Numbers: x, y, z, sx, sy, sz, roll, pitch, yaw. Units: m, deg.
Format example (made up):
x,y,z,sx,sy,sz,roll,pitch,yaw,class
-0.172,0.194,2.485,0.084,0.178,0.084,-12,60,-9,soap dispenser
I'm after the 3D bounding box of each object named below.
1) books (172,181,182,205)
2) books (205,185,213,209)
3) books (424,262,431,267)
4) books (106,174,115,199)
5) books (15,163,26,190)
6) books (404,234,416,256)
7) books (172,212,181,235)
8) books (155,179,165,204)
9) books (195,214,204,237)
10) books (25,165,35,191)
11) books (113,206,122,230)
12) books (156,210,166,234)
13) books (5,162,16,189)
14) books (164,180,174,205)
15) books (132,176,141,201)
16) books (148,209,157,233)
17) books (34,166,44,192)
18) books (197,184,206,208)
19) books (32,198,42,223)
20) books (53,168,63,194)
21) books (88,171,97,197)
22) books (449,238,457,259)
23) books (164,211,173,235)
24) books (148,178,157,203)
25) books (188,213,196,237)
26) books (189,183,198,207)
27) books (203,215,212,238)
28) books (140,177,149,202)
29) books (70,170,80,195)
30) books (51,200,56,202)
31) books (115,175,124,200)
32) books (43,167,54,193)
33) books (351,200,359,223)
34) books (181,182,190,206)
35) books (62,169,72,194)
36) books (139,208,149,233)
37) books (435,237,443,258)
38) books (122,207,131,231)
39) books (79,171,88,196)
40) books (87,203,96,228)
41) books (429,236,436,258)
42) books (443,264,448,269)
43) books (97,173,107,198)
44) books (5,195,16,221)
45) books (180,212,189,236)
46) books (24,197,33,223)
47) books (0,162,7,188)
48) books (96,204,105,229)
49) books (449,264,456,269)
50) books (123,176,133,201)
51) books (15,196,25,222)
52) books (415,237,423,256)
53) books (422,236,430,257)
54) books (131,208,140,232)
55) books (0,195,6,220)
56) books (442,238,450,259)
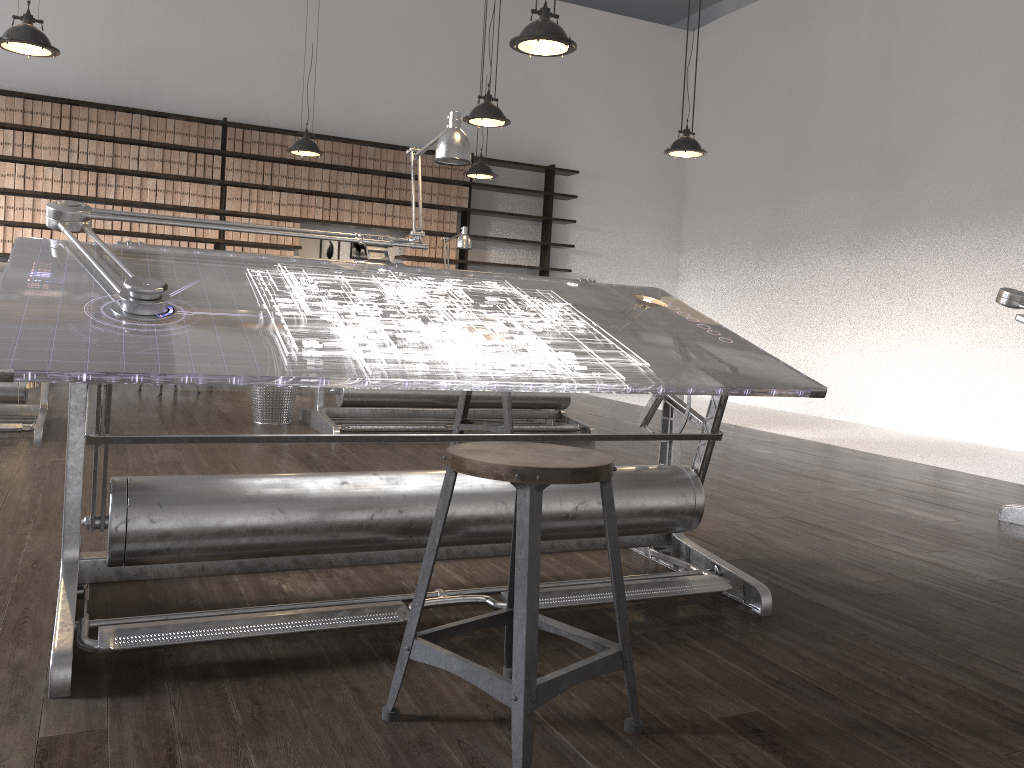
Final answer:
x,y,z,sx,sy,sz,roll,pitch,yaw,class
-3.085,-1.741,8.143,0.066,0.225,0.175,3,2,-25,books
-2.837,-1.735,8.255,0.066,0.225,0.175,3,2,-25,books
-0.905,-1.144,9.184,0.066,0.225,0.175,3,2,-25,books
-3.582,-1.752,7.905,0.066,0.225,0.175,3,2,-25,books
-4.218,-1.767,7.607,0.067,0.225,0.175,3,2,-25,books
-1.046,-1.422,9.108,0.066,0.225,0.175,3,2,-25,books
-3.091,-1.464,8.151,0.066,0.225,0.175,3,2,-25,books
-3.209,-1.743,8.079,0.067,0.225,0.175,3,2,-25,books
-2.910,-1.460,8.236,0.066,0.225,0.175,3,2,-25,books
-4.156,-1.766,7.640,0.066,0.225,0.175,3,2,-25,books
-3.541,-1.475,7.943,0.066,0.225,0.175,3,2,-25,books
-3.213,-1.467,8.096,0.066,0.225,0.175,3,2,-25,books
-4.285,-1.769,7.578,0.066,0.225,0.175,3,2,-25,books
-3.147,-1.742,8.112,0.066,0.225,0.175,3,2,-25,books
-3.392,-1.748,7.992,0.067,0.225,0.175,3,2,-25,books
-3.277,-1.469,8.066,0.066,0.225,0.175,3,2,-25,books
-4.094,-1.765,7.672,0.066,0.225,0.175,3,2,-25,books
-2.893,-1.736,8.225,0.067,0.225,0.175,3,2,-25,books
-4.109,-1.488,7.675,0.066,0.225,0.175,3,2,-25,books
-3.962,-1.761,7.725,0.066,0.225,0.175,3,2,-25,books
-3.713,-1.755,7.843,0.067,0.225,0.175,3,2,-25,books
-0.649,-1.413,9.291,0.066,0.225,0.175,3,2,-25,books
-3.149,-1.465,8.119,0.067,0.225,0.175,3,2,-25,books
-3.275,-1.745,8.050,0.066,0.225,0.175,3,2,-25,books
-2.972,-1.461,8.203,0.067,0.225,0.175,3,2,-25,books
-2.953,-1.737,8.197,0.066,0.225,0.175,3,2,-25,books
-2.848,-1.459,8.267,0.066,0.225,0.175,3,2,-25,books
-3.333,-1.747,8.025,0.066,0.225,0.175,3,2,-25,books
-3.841,-1.759,7.786,0.066,0.225,0.175,3,2,-25,books
-3.985,-1.485,7.729,0.067,0.225,0.175,3,2,-25,books
-3.519,-1.751,7.939,0.066,0.225,0.175,3,2,-25,books
-4.029,-1.763,7.698,0.066,0.225,0.175,3,2,-25,books
-1.586,-1.712,8.839,0.066,0.225,0.175,3,2,-25,books
-3.020,-1.739,8.169,0.066,0.225,0.175,3,2,-25,books
-3.897,-1.759,7.756,0.067,0.225,0.175,3,2,-25,books
-3.339,-1.470,8.032,0.066,0.225,0.175,3,2,-25,books
-0.783,-1.416,9.225,0.067,0.225,0.175,3,2,-25,books
-3.471,-1.473,7.969,0.067,0.225,0.175,3,2,-25,books
-3.783,-1.757,7.816,0.066,0.225,0.175,3,2,-25,books
-3.729,-1.479,7.848,0.066,0.225,0.175,3,2,-25,books
-0.853,-1.418,9.199,0.066,0.225,0.175,3,2,-25,books
-0.722,-1.140,9.271,0.066,0.225,0.175,3,2,-25,books
-3.648,-1.754,7.879,0.066,0.225,0.175,3,2,-25,books
-4.296,-1.493,7.590,0.066,0.225,0.175,3,2,-25,books
-3.033,-1.463,8.176,0.066,0.225,0.175,3,2,-25,books
-4.168,-1.489,7.643,0.067,0.225,0.175,3,2,-25,books
-4.342,-1.770,7.553,0.066,0.225,0.175,3,2,-25,books
-3.664,-1.477,7.878,0.067,0.225,0.175,3,2,-25,books
-0.659,-1.139,9.301,0.066,0.225,0.175,3,2,-25,books
-3.455,-1.750,7.969,0.066,0.225,0.175,3,2,-25,books
-4.231,-1.491,7.620,0.066,0.225,0.175,3,2,-25,books
-0.982,-1.421,9.138,0.066,0.225,0.175,3,2,-25,books
-0.916,-1.419,9.164,0.066,0.225,0.175,3,2,-25,books
-3.406,-1.472,8.006,0.066,0.225,0.175,3,2,-25,books
-4.358,-1.494,7.556,0.066,0.225,0.175,3,2,-25,books
-0.719,-1.415,9.262,0.066,0.225,0.175,3,2,-25,books
